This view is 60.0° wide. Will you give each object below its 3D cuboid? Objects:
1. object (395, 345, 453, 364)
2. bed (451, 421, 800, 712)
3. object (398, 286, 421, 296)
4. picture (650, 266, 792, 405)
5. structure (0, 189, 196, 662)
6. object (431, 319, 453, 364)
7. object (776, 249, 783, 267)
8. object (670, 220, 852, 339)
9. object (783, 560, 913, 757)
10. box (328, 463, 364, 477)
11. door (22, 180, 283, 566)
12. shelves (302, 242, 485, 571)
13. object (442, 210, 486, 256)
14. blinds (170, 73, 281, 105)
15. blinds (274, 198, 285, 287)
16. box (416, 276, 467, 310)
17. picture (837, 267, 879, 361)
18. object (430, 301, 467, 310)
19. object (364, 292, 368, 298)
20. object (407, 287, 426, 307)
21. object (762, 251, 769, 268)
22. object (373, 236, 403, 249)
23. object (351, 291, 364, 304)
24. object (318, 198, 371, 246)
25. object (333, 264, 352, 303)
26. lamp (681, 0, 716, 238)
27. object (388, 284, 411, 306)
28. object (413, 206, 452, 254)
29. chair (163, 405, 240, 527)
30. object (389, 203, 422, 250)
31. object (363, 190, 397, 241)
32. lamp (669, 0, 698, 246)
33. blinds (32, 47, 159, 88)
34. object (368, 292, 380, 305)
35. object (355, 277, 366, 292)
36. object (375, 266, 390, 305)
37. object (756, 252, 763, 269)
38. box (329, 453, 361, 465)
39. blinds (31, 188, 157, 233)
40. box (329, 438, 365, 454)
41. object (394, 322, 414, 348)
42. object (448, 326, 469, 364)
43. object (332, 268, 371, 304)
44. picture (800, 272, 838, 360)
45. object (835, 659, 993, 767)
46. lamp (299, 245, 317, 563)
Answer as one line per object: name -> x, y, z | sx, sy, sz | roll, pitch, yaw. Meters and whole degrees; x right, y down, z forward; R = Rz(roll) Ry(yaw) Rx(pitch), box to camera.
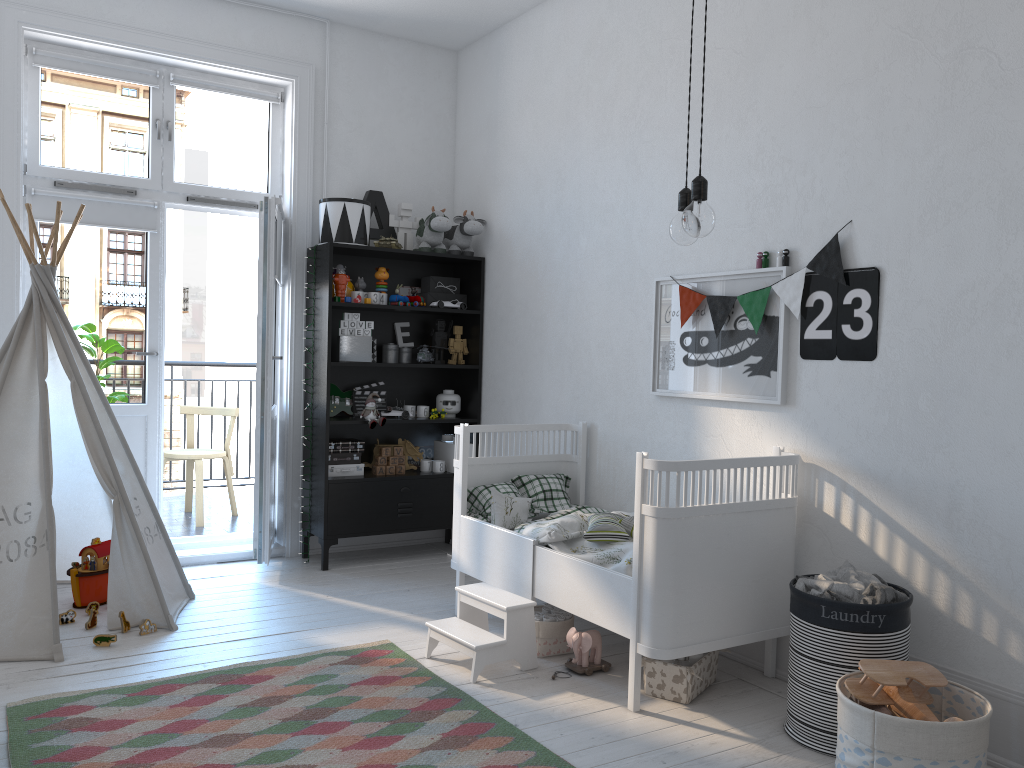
object -> -0.492, -0.166, 4.959 | 0.368, 0.106, 0.349 | 1, 2, -30
bed -> 0.363, 0.612, 3.496 | 0.670, 0.833, 1.403 | 0, 2, -32
object -> -0.498, -0.493, 5.138 | 0.347, 0.132, 0.037 | 1, 2, -32
picture -> 0.790, -0.186, 3.456 | 0.030, 0.493, 0.703 | 0, 2, -32
structure -> -1.909, 0.092, 3.606 | 1.143, 1.750, 1.143 | 3, 2, 34
object -> -0.403, -0.243, 5.070 | 0.117, 0.259, 0.081 | 0, 3, -32
object -> 0.963, -0.451, 3.181 | 0.025, 0.064, 0.025 | 0, 3, -37
object -> 0.879, -0.376, 3.308 | 0.058, 0.415, 0.904 | 0, 2, -33
object -> 1.017, 0.812, 2.690 | 0.345, 0.513, 0.346 | 0, 3, -42
box -> -0.926, 0.455, 4.765 | 0.215, 0.062, 0.179 | 1, 2, -32
door -> -1.696, -0.035, 4.361 | 1.264, 1.839, 0.636 | 0, 2, -30
shelves -> -0.648, 0.118, 4.898 | 0.911, 1.678, 0.353 | 0, 3, -32
object -> -0.320, -0.837, 4.988 | 0.386, 0.253, 0.211 | 3, 3, 41
blinds -> -1.499, -1.552, 4.668 | 0.565, 0.060, 0.032 | 1, 2, -32
blinds -> -1.195, -0.716, 4.572 | 0.032, 0.390, 0.565 | 1, 2, -12
box -> -0.396, -0.515, 5.075 | 0.251, 0.189, 0.179 | 0, 2, -32
picture -> 1.137, -0.229, 2.920 | 0.013, 0.305, 0.152 | 0, 2, -32
object -> -0.355, -0.438, 4.940 | 0.230, 0.048, 0.098 | 0, 2, -42
object -> -0.793, -0.455, 4.743 | 0.067, 0.067, 0.067 | 3, 2, 32
object -> -0.540, -0.482, 4.927 | 0.122, 0.112, 0.087 | 3, 2, 29
object -> 0.928, -0.453, 3.241 | 0.025, 0.064, 0.025 | 0, 3, -34
object -> -0.672, -0.768, 4.781 | 0.121, 0.100, 0.338 | 2, 2, 3
object -> -0.815, -0.454, 4.678 | 0.067, 0.067, 0.067 | 0, 2, -31
object -> -0.891, -0.854, 4.767 | 0.272, 0.259, 0.394 | 2, 2, -4
object -> -0.888, -0.523, 4.629 | 0.105, 0.203, 0.072 | 1, 2, -25
lamp -> -0.120, -1.112, 2.271 | 1.381, 1.530, 0.074 | 3, 3, 33
object -> -0.610, -0.481, 4.833 | 0.087, 0.126, 0.121 | 3, 2, 35
object -> -0.446, -0.838, 4.904 | 0.154, 0.253, 0.370 | 1, 2, -24
chair -> -2.025, 0.508, 5.691 | 0.436, 0.716, 0.498 | 2, 2, 13
object -> -0.605, -0.868, 4.997 | 0.190, 0.291, 0.065 | 1, 2, -27
object -> -0.767, -0.898, 4.930 | 0.343, 0.344, 0.057 | 0, 2, -32
lamp -> -0.122, -1.116, 2.410 | 1.381, 1.530, 0.074 | 3, 3, 33
blinds -> -2.025, -1.544, 4.338 | 0.565, 0.087, 0.032 | 1, 2, -32
object -> -0.733, -0.452, 4.712 | 0.067, 0.067, 0.067 | 0, 2, -31
object -> -0.828, -0.505, 4.841 | 0.063, 0.160, 0.063 | 3, 3, 36
object -> -0.702, -0.526, 4.773 | 0.077, 0.213, 0.077 | 2, 2, 1
object -> 0.913, -0.455, 3.265 | 0.025, 0.064, 0.025 | 0, 3, -37
box -> -0.940, 0.393, 4.753 | 0.215, 0.062, 0.179 | 1, 2, -32
blinds -> -2.045, -0.851, 4.364 | 0.565, 0.158, 0.032 | 1, 2, -32
box -> -0.923, 0.332, 4.762 | 0.215, 0.062, 0.179 | 1, 2, -32
object -> -0.617, -0.279, 5.062 | 0.107, 0.151, 0.055 | 0, 2, -32
object -> -0.307, -0.221, 5.059 | 0.114, 0.221, 0.052 | 0, 3, -33
object -> -0.897, -0.521, 4.707 | 0.197, 0.197, 0.318 | 0, 2, -36
picture -> 1.055, -0.233, 3.050 | 0.010, 0.301, 0.151 | 0, 3, -33
object -> 1.044, 0.904, 2.327 | 0.379, 0.367, 0.378 | 3, 2, 28
lamp -> -0.704, 0.112, 4.938 | 0.985, 1.685, 0.095 | 0, 3, -35
